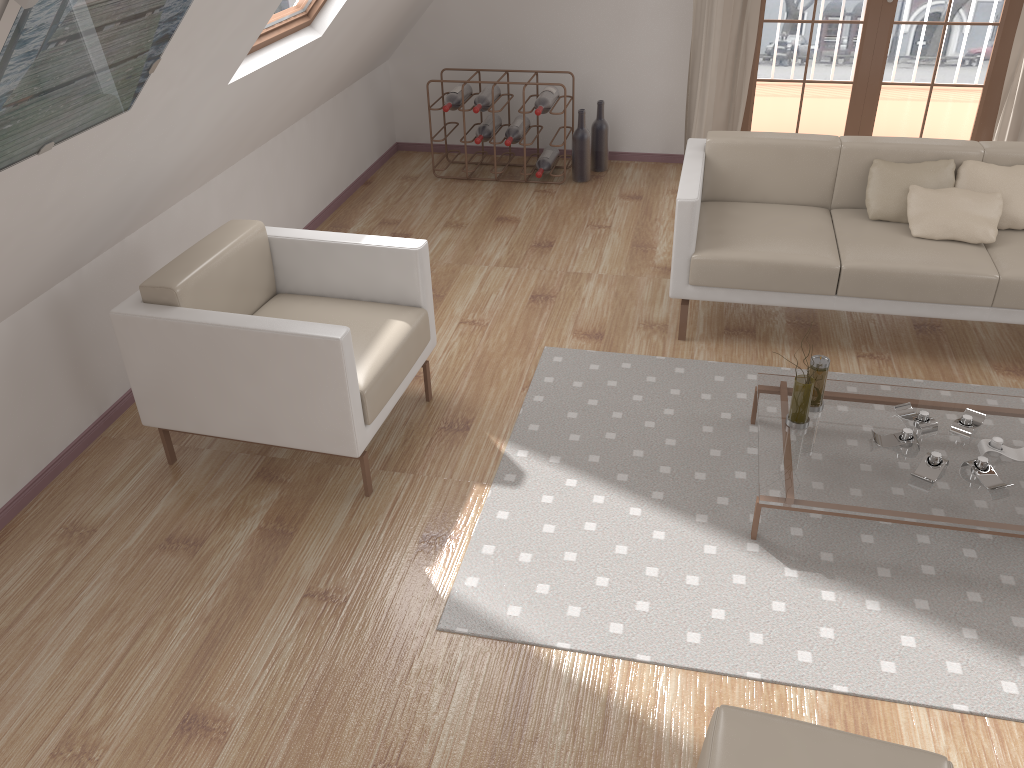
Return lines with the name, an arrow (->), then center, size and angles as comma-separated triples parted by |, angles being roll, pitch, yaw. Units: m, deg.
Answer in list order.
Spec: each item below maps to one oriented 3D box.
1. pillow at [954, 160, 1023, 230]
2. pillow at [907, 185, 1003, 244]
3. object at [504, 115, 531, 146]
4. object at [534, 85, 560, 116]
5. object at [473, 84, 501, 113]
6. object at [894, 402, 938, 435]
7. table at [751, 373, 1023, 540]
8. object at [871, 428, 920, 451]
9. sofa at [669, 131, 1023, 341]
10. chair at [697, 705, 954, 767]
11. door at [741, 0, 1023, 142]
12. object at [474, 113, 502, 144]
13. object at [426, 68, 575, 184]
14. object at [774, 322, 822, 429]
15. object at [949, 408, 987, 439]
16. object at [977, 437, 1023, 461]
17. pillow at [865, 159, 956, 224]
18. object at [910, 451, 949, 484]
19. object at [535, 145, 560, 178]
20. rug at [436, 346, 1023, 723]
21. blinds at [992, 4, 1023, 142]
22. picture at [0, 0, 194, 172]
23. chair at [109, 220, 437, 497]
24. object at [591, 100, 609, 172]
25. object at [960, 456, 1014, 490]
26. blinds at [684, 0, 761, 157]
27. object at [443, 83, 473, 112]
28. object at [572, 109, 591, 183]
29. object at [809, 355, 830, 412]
pillow -> 2.010, -0.779, 3.662 | 0.351, 0.225, 0.196 | 8, 34, 16
pillow -> 1.794, -0.685, 3.602 | 0.363, 0.170, 0.227 | 9, 34, 16
object -> 0.020, -1.553, 5.481 | 0.109, 0.109, 0.435 | 6, 33, 11
object -> 0.198, -1.695, 5.344 | 0.109, 0.109, 0.435 | 6, 33, 11
object -> -0.167, -1.731, 5.419 | 0.109, 0.109, 0.435 | 6, 33, 11
object -> 1.329, 0.100, 2.915 | 0.064, 0.052, 0.143 | -11, 33, -14
table -> 1.380, 0.287, 2.845 | 1.173, 0.190, 0.730 | 6, 33, 11
object -> 1.221, 0.166, 2.817 | 0.143, 0.052, 0.064 | 6, 33, 11
sofa -> 1.652, -0.600, 3.751 | 1.880, 0.706, 0.820 | 6, 33, 11
chair -> 0.567, 0.937, 1.661 | 0.506, 0.394, 0.506 | 8, 34, 15
door -> 2.102, -2.199, 5.006 | 1.546, 2.001, 0.098 | 6, 33, 11
object -> -0.161, -1.574, 5.516 | 0.109, 0.109, 0.435 | 6, 33, 11
object -> -0.060, -1.607, 5.519 | 0.854, 0.608, 0.417 | 6, 33, 11
object -> 0.929, -0.022, 2.838 | 0.184, 0.359, 0.123 | -22, 38, -29
object -> 1.486, 0.116, 2.883 | 0.064, 0.052, 0.143 | 25, 41, 36
object -> 1.534, 0.197, 2.753 | 0.143, 0.052, 0.064 | 6, 33, 11
pillow -> 1.678, -0.815, 3.733 | 0.351, 0.235, 0.185 | 8, 33, 14
object -> 1.268, 0.247, 2.686 | 0.064, 0.052, 0.143 | 25, 41, 36
object -> 0.208, -1.376, 5.544 | 0.109, 0.109, 0.435 | 6, 33, 11
rug -> 1.330, 0.396, 2.847 | 2.800, 0.007, 1.600 | 6, 33, 11
blinds -> 2.960, -2.124, 4.665 | 0.424, 2.129, 0.123 | 3, 33, 7
picture -> -0.716, -0.800, 1.708 | 0.683, 0.738, 0.650 | 6, 33, 11
chair -> -0.766, -0.131, 3.129 | 0.820, 0.706, 0.748 | 7, 33, 14
object -> 0.553, -1.557, 5.575 | 0.115, 0.443, 0.120 | 2, 33, 7
object -> 1.425, 0.263, 2.655 | 0.064, 0.051, 0.143 | -11, 33, -14
blinds -> 1.214, -2.314, 5.056 | 0.423, 2.130, 0.120 | 4, 33, 9
object -> -0.348, -1.748, 5.450 | 0.110, 0.110, 0.439 | 6, 33, 11
object -> 0.425, -1.455, 5.420 | 0.115, 0.443, 0.120 | 2, 33, 7
object -> 1.016, -0.002, 2.964 | 0.075, 0.185, 0.075 | 27, 42, 37
